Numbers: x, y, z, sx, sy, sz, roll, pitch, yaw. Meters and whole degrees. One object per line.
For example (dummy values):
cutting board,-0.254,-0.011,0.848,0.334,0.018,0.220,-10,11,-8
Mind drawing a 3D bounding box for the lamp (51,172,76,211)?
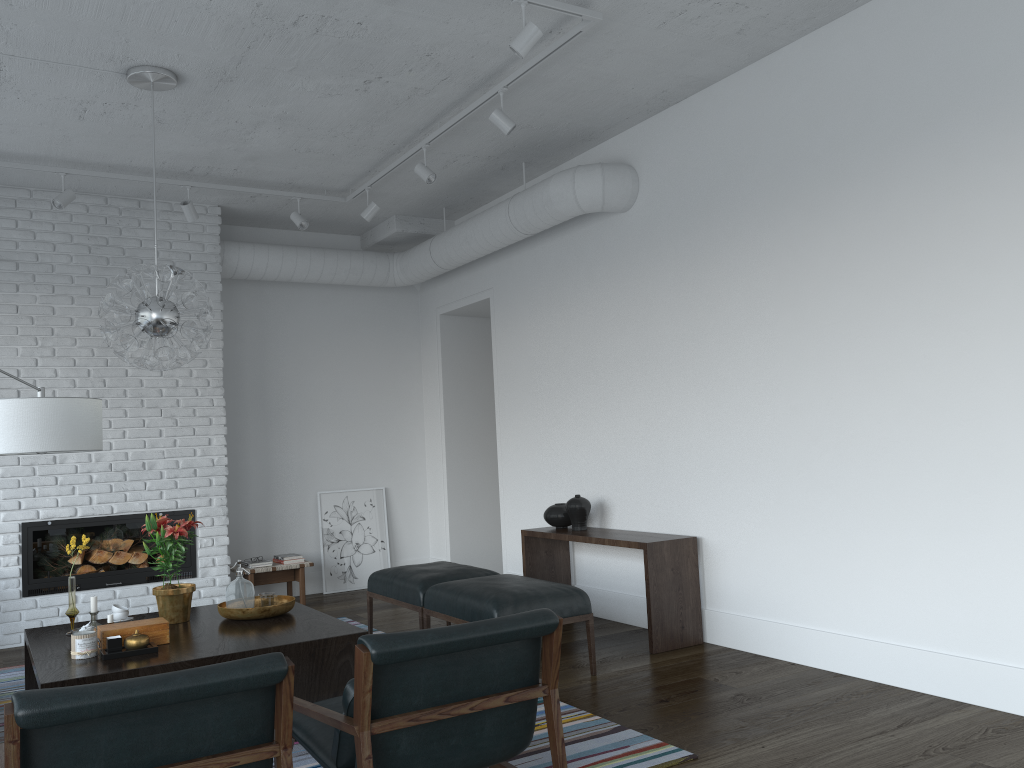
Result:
lamp,-2.954,-1.280,5.840,0.090,0.285,0.154,-5,-4,27

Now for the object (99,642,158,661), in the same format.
object,-1.628,1.134,3.770,0.214,0.023,0.130,0,-5,-31

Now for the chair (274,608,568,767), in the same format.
chair,-0.349,1.080,2.950,0.678,0.698,0.983,0,-5,-31

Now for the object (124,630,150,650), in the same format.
object,-1.604,1.089,3.790,0.103,0.077,0.103,-5,-5,31

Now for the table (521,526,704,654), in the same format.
table,0.587,1.261,5.657,0.375,0.617,1.362,0,-5,-31

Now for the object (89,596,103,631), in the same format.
object,-2.046,1.120,4.342,0.098,0.174,0.098,0,-5,-37

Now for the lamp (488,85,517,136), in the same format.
lamp,-0.054,-1.496,4.836,0.154,0.285,0.100,-2,-4,-8

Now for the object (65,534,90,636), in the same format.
object,-2.102,0.971,4.300,0.121,0.470,0.120,-2,-4,-15

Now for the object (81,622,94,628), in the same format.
object,-2.019,1.162,4.189,0.124,0.078,0.069,-6,-5,41

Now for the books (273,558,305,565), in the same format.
books,-1.845,1.457,7.333,0.185,0.032,0.267,0,-5,-33

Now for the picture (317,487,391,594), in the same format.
picture,-1.406,1.387,7.929,0.637,0.884,0.093,0,-5,-31

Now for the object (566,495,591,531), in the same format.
object,0.446,0.860,5.944,0.171,0.236,0.171,-1,-4,-26

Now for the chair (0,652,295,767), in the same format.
chair,-1.071,1.086,2.514,0.678,0.698,0.983,0,-5,-31

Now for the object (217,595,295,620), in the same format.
object,-1.306,1.148,4.541,0.383,0.068,0.383,-4,-4,11

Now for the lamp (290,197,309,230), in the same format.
lamp,-1.599,-1.291,6.653,0.154,0.285,0.093,-6,-5,37

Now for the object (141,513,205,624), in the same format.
object,-1.713,0.919,4.451,0.275,0.558,0.284,-4,-4,21

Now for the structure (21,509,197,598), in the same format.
structure,-3.043,1.269,6.689,1.168,0.578,0.675,0,-5,-31

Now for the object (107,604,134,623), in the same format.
object,-1.942,1.148,4.397,0.121,0.113,0.124,-2,-4,-12

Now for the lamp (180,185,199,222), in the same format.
lamp,-2.279,-1.285,6.247,0.097,0.285,0.154,-4,-4,9

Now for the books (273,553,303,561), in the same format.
books,-1.852,1.430,7.341,0.173,0.025,0.238,0,-5,-33

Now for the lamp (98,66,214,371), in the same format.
lamp,-1.842,-0.840,4.580,0.552,1.546,0.552,1,-6,-44

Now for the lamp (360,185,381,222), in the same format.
lamp,-1.042,-1.330,6.501,0.154,0.285,0.104,-4,-4,9

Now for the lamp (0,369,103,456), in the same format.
lamp,-1.845,0.601,2.540,0.432,1.738,2.162,-3,-4,3

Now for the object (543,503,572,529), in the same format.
object,0.340,0.913,6.146,0.245,0.168,0.245,0,-5,-40

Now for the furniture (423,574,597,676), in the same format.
furniture,-0.036,1.303,4.797,0.583,0.476,0.827,0,-5,-31

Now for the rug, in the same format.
rug,-1.436,1.569,4.222,2.735,0.012,3.760,0,-5,-31

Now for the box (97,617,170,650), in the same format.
box,-1.681,1.113,3.940,0.294,0.093,0.169,0,-5,-31

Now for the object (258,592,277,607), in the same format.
object,-1.263,1.135,4.589,0.085,0.089,0.195,-1,-4,-22

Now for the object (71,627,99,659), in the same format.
object,-1.806,1.096,3.754,0.117,0.116,0.106,-6,-5,38

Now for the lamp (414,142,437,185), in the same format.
lamp,-0.558,-1.412,5.677,0.154,0.285,0.094,-5,-5,32

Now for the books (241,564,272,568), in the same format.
books,-2.067,1.457,7.171,0.171,0.011,0.306,0,-5,-32

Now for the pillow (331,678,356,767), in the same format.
pillow,-0.256,1.016,2.783,0.612,0.293,0.246,0,-5,-31

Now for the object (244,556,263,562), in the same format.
object,-2.095,1.418,7.181,0.093,0.038,0.134,-5,-4,26

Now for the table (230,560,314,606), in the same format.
table,-1.961,1.643,7.229,0.605,0.345,0.405,0,-5,-31

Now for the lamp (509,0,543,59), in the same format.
lamp,0.057,-1.569,3.882,0.154,0.285,0.088,-4,-4,14

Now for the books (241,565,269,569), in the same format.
books,-2.069,1.469,7.181,0.172,0.011,0.273,0,-5,-32

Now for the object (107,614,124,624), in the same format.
object,-1.917,1.145,4.235,0.102,0.098,0.102,-3,-4,8

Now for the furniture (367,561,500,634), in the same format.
furniture,-0.474,1.375,5.524,0.584,0.478,0.828,0,-5,-31

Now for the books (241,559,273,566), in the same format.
books,-2.075,1.444,7.180,0.202,0.019,0.280,0,-5,-33

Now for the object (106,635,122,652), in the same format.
object,-1.688,1.102,3.761,0.058,0.055,0.058,0,-5,-31

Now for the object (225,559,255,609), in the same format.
object,-1.393,1.041,4.540,0.143,0.288,0.143,-5,-5,30

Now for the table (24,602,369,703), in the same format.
table,-1.544,1.371,4.220,1.306,0.394,1.362,0,-5,-31
